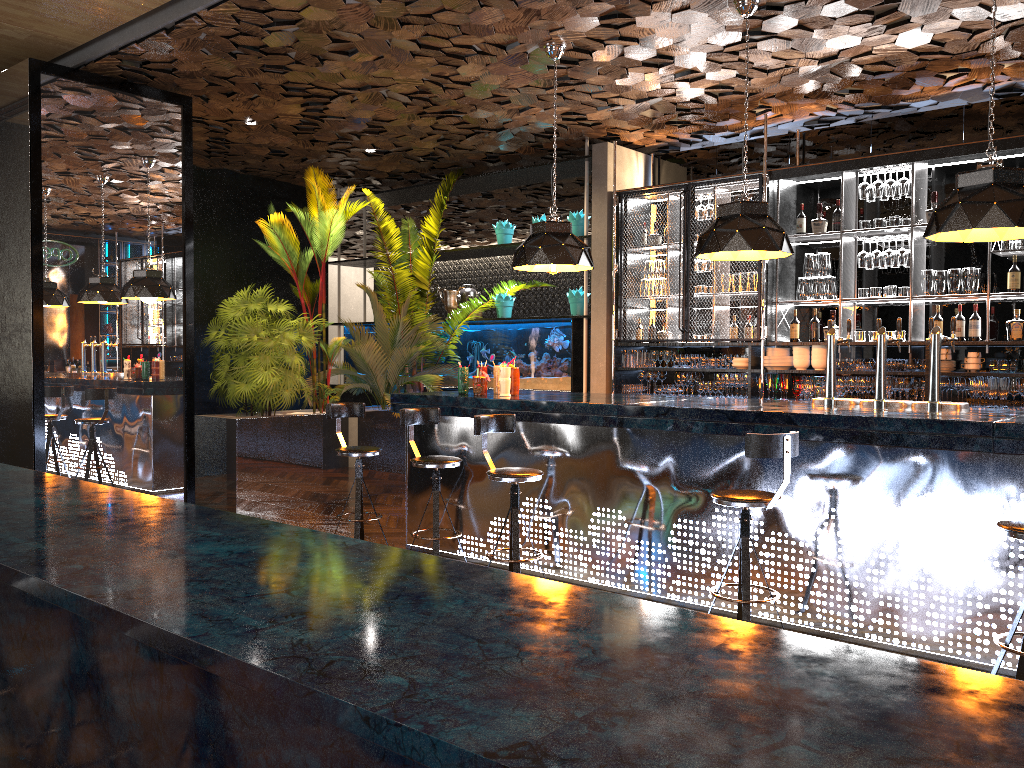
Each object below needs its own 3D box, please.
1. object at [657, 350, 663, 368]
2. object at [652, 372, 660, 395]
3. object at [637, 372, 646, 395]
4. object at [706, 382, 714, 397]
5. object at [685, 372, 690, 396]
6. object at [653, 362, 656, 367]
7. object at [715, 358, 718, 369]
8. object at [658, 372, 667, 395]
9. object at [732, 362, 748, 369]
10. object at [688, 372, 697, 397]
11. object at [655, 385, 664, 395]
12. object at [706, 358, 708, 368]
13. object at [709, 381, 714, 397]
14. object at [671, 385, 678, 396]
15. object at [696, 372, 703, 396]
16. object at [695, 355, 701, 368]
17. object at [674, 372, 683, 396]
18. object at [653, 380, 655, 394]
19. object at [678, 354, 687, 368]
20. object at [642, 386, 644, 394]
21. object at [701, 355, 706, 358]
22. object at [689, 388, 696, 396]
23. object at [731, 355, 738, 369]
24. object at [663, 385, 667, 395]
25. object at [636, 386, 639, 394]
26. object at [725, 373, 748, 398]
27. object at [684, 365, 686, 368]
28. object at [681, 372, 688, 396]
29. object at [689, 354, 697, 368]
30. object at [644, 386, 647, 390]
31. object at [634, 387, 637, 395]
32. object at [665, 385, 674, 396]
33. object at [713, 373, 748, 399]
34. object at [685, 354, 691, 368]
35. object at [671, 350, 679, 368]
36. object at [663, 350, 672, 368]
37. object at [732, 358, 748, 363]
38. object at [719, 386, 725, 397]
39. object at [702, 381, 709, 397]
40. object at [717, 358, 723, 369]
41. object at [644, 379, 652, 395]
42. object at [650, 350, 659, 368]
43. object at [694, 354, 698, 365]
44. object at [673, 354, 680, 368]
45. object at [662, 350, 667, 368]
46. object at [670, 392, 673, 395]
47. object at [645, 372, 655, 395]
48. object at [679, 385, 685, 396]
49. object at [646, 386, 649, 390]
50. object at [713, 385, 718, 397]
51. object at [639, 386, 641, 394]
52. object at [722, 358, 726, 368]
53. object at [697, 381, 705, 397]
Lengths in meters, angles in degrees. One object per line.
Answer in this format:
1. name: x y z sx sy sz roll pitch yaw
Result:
1. object: 1.454 -0.244 8.680 0.087 0.170 0.087 0 2 1
2. object: 1.412 -0.005 8.720 0.091 0.227 0.091 0 2 3
3. object: 1.273 -0.006 8.705 0.091 0.227 0.091 0 2 3
4. object: 1.848 0.052 8.271 0.074 0.146 0.065 2 2 35
5. object: 1.691 0.001 8.553 0.088 0.229 0.077 -1 2 -34
6. object: 1.428 -0.245 8.952 0.051 0.152 0.058 0 2 1
7. object: 1.883 -0.193 8.280 0.078 0.099 0.078 1 2 7
8. object: 1.491 -0.008 8.807 0.091 0.227 0.091 0 2 3
9. object: 2.107 -0.167 8.066 0.211 0.060 0.209 0 2 0
10. object: 1.715 0.005 8.420 0.088 0.229 0.077 2 2 40
11. object: 1.426 0.062 8.571 0.093 0.101 0.093 1 2 8
12. object: 1.815 -0.197 8.339 0.078 0.103 0.078 0 2 -7
13. object: 1.901 0.045 8.483 0.074 0.146 0.065 0 2 -20
14. object: 1.574 0.062 8.586 0.093 0.101 0.093 -1 2 -29
15. object: 1.798 0.003 8.512 0.088 0.229 0.077 2 3 42
16. object: 1.754 -0.213 8.393 0.074 0.131 0.074 -1 2 -37
17. object: 1.581 0.005 8.420 0.077 0.229 0.088 -1 2 -36
18. object: 1.426 -0.011 8.893 0.091 0.227 0.091 2 3 44
19. object: 1.614 -0.216 8.412 0.081 0.132 0.081 1 2 12
20. object: 1.315 0.063 8.925 0.034 0.080 0.034 2 2 39
21. object: 1.809 -0.215 8.459 0.074 0.131 0.074 -1 2 -37
22. object: 1.752 -0.001 8.623 0.077 0.229 0.088 1 2 15
23. object: 2.089 -0.210 8.340 0.074 0.131 0.074 -1 2 -37
24. object: 1.495 0.060 8.651 0.093 0.101 0.093 0 2 1
25. object: 1.255 0.065 8.859 0.034 0.080 0.034 -1 2 -41
26. object: 2.176 0.013 8.303 0.376 0.227 0.186 2 2 39
27. object: 1.679 -0.222 8.617 0.081 0.132 0.081 1 2 12
28. object: 1.641 0.003 8.489 0.088 0.229 0.077 0 2 0
29. object: 1.695 -0.212 8.328 0.074 0.131 0.074 -1 2 -37
30. object: 1.342 0.062 8.960 0.034 0.080 0.034 -1 2 -40
31. object: 1.230 0.066 8.828 0.034 0.080 0.034 1 2 7
32. object: 1.510 0.065 8.501 0.093 0.101 0.093 0 2 3
33. object: 2.049 0.017 8.154 0.376 0.227 0.186 2 2 39
34. object: 1.689 -0.219 8.506 0.081 0.132 0.081 1 2 12
35. object: 1.591 -0.244 8.703 0.087 0.170 0.087 0 2 1
36. object: 1.486 -0.238 8.484 0.087 0.170 0.087 0 2 1
37. object: 2.108 -0.208 8.064 0.209 0.060 0.211 0 2 -5
38. object: 1.986 0.048 8.428 0.065 0.146 0.074 -1 2 -27
39. object: 1.838 0.048 8.409 0.074 0.146 0.065 -1 2 -37
40. object: 1.944 -0.195 8.350 0.078 0.099 0.078 1 2 7
41. object: 1.345 -0.008 8.786 0.091 0.227 0.091 0 2 -10
42. object: 1.377 -0.242 8.590 0.087 0.170 0.087 0 2 1
43. object: 1.775 -0.221 8.602 0.081 0.132 0.081 1 2 12
44. object: 1.584 -0.219 8.505 0.081 0.132 0.081 1 2 12
45. object: 1.498 -0.241 8.593 0.087 0.170 0.087 0 2 1
46. object: 1.564 0.058 8.730 0.093 0.101 0.093 1 2 27
47. object: 1.343 -0.003 8.643 0.091 0.227 0.091 -1 2 -27
48. object: 1.643 0.060 8.660 0.093 0.101 0.093 -1 2 -35
49. object: 1.374 0.061 8.994 0.034 0.080 0.034 -1 2 -40
50. object: 1.917 0.050 8.352 0.074 0.146 0.065 -1 2 -27
51. object: 1.290 0.064 8.893 0.034 0.080 0.034 1 2 23
52. object: 2.001 -0.197 8.412 0.078 0.099 0.078 1 2 7
53. object: 1.772 0.050 8.329 0.074 0.146 0.065 1 2 17
